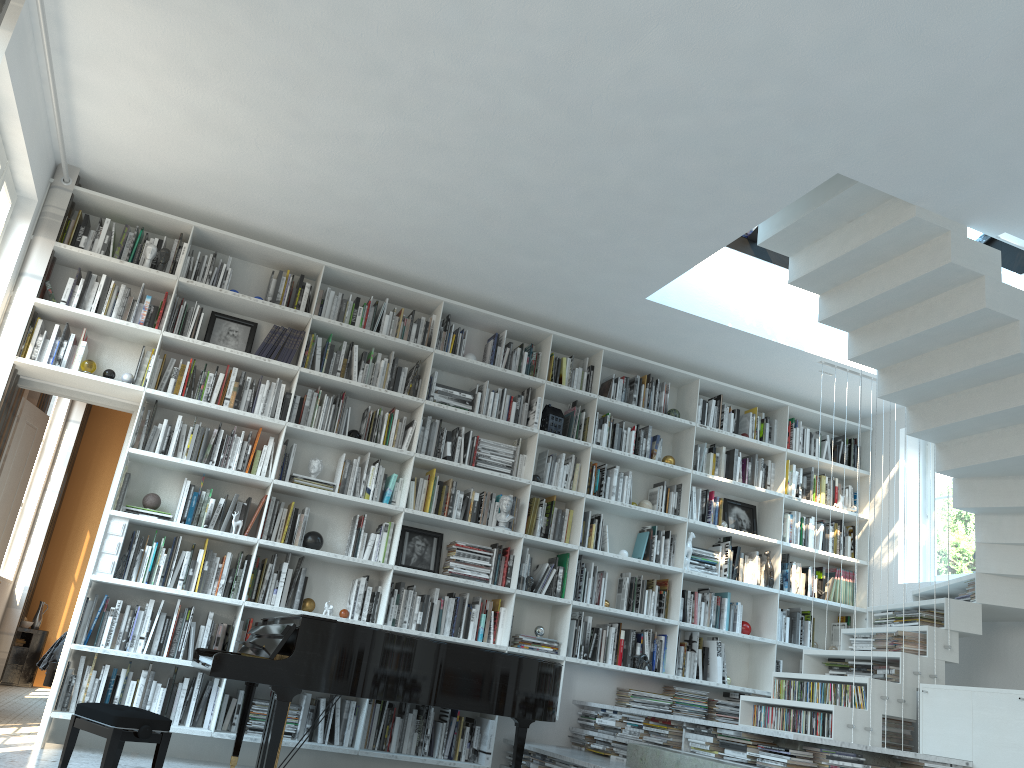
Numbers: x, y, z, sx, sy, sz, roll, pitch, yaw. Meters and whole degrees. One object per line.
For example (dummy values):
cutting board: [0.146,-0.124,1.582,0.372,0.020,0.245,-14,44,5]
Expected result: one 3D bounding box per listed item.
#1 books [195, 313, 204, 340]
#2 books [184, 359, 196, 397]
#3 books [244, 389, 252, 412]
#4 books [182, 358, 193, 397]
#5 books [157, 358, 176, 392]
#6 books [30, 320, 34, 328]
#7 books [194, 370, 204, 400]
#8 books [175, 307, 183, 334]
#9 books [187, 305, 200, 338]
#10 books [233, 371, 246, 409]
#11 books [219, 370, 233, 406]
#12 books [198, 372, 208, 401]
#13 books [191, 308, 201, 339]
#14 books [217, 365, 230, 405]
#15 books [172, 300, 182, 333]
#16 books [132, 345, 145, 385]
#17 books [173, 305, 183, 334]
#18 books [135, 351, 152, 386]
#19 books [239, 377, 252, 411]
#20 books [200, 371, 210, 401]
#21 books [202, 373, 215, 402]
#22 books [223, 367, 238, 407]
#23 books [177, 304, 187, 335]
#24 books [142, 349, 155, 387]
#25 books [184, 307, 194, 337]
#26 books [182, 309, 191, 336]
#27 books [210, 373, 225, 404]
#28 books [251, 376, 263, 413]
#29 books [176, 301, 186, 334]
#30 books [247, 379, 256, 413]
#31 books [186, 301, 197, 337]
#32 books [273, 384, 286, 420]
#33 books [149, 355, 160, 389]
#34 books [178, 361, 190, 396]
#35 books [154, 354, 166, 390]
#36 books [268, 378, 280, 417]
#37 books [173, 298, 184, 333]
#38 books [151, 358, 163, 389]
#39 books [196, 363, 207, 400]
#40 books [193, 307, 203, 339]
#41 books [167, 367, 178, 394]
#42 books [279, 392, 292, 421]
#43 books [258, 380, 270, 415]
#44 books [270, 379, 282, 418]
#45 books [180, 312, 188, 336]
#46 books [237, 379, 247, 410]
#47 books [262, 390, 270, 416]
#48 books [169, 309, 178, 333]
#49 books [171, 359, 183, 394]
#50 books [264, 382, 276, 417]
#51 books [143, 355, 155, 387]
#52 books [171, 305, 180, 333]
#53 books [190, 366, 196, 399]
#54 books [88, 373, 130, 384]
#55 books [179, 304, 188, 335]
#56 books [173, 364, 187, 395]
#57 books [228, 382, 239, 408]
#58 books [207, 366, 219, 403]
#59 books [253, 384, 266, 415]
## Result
books: [-1.994,-0.324,5.627,0.012,0.213,0.186,15,-20,-19]
books: [-2.018,-0.003,5.535,0.011,0.276,0.164,15,-19,-19]
books: [-1.697,0.138,5.656,0.022,0.185,0.137,15,-20,-19]
books: [-2.036,-0.006,5.540,0.020,0.280,0.165,15,-19,-19]
books: [-2.152,-0.024,5.506,0.062,0.257,0.153,15,-19,-19]
books: [-2.877,-0.241,5.226,0.011,0.271,0.189,15,-20,-19]
books: [-1.977,0.039,5.566,0.012,0.229,0.150,15,-19,-19]
books: [-2.104,-0.357,5.582,0.004,0.213,0.187,15,-20,-19]
books: [-2.028,-0.355,5.621,0.023,0.257,0.184,15,-20,-19]
books: [-1.748,0.074,5.649,0.025,0.285,0.161,15,-19,-19]
books: [-1.818,0.055,5.604,0.023,0.270,0.187,15,-20,-19]
books: [-1.948,0.047,5.557,0.014,0.217,0.164,15,-20,-19]
books: [-2.016,-0.345,5.633,0.011,0.249,0.168,15,-19,-19]
books: [-1.840,0.040,5.620,0.014,0.303,0.152,15,-19,-19]
books: [-2.126,-0.386,5.606,0.005,0.276,0.147,15,-19,-19]
books: [-2.298,-0.081,5.447,0.012,0.284,0.160,15,-19,-19]
books: [-2.113,-0.363,5.591,0.009,0.228,0.185,15,-20,-19]
books: [-2.282,-0.061,5.472,0.044,0.268,0.134,15,-19,-19]
books: [-1.715,0.097,5.661,0.029,0.260,0.158,15,-19,-19]
books: [-1.938,0.047,5.569,0.011,0.228,0.170,15,-20,-19]
books: [-1.917,0.056,5.568,0.031,0.216,0.173,15,-20,-19]
books: [-1.791,0.054,5.610,0.030,0.284,0.185,15,-19,-19]
books: [-2.096,-0.364,5.613,0.010,0.248,0.166,15,-19,-19]
books: [-2.250,-0.066,5.470,0.010,0.285,0.137,15,-19,-19]
books: [-2.056,-0.352,5.620,0.019,0.243,0.153,15,-19,-19]
books: [-2.065,-0.346,5.603,0.018,0.218,0.187,15,-20,-19]
books: [-1.871,0.062,5.597,0.047,0.237,0.163,15,-20,-19]
books: [-1.644,0.102,5.673,0.012,0.280,0.188,15,-19,-19]
books: [-2.100,-0.374,5.603,0.009,0.259,0.184,15,-20,-19]
books: [-1.673,0.110,5.679,0.035,0.259,0.131,15,-19,-19]
books: [-2.042,-0.367,5.629,0.005,0.280,0.191,15,-20,-19]
books: [-1.509,0.146,5.716,0.035,0.263,0.178,15,-20,-19]
books: [-2.218,-0.039,5.484,0.012,0.253,0.161,15,-19,-19]
books: [-2.052,0.002,5.527,0.014,0.252,0.187,15,-20,-19]
books: [-2.180,-0.039,5.480,0.012,0.262,0.180,15,-20,-19]
books: [-1.545,0.120,5.697,0.012,0.290,0.182,15,-19,-19]
books: [-2.121,-0.389,5.612,0.006,0.288,0.144,15,-19,-19]
books: [-2.201,-0.027,5.478,0.022,0.231,0.151,15,-19,-19]
books: [-1.961,0.019,5.573,0.012,0.276,0.151,15,-19,-19]
books: [-2.005,-0.344,5.637,0.012,0.254,0.167,15,-19,-19]
books: [-2.108,0.011,5.489,0.026,0.194,0.176,15,-20,-19]
books: [-1.471,0.178,5.696,0.039,0.201,0.236,15,-20,-19]
books: [-1.600,0.121,5.681,0.022,0.262,0.175,15,-19,-19]
books: [-1.535,0.128,5.713,0.022,0.288,0.169,15,-19,-19]
books: [-2.092,-0.339,5.630,0.012,0.214,0.132,15,-19,-19]
books: [-1.730,0.101,5.637,0.013,0.231,0.172,15,-20,-19]
books: [-1.593,0.155,5.690,0.013,0.205,0.172,15,-20,-19]
books: [-2.145,-0.355,5.591,0.015,0.206,0.172,15,-20,-19]
books: [-2.092,-0.012,5.520,0.010,0.262,0.151,15,-19,-19]
books: [-1.575,0.134,5.713,0.024,0.265,0.155,15,-19,-19]
books: [-2.227,-0.043,5.433,0.021,0.224,0.232,15,-20,-19]
books: [-2.134,-0.369,5.599,0.005,0.237,0.154,15,-19,-19]
books: [-2.000,0.022,5.555,0.047,0.249,0.134,15,-19,-19]
books: [-2.460,-0.014,5.369,0.285,0.012,0.160,15,-20,-17]
books: [-2.081,-0.366,5.596,0.004,0.245,0.189,15,-20,-19]
books: [-2.074,0.008,5.517,0.030,0.229,0.172,15,-20,-19]
books: [-1.769,0.103,5.602,0.029,0.194,0.192,15,-20,-19]
books: [-1.895,0.037,5.589,0.014,0.271,0.181,15,-19,-19]
books: [-1.627,0.129,5.668,0.031,0.230,0.172,15,-20,-19]
